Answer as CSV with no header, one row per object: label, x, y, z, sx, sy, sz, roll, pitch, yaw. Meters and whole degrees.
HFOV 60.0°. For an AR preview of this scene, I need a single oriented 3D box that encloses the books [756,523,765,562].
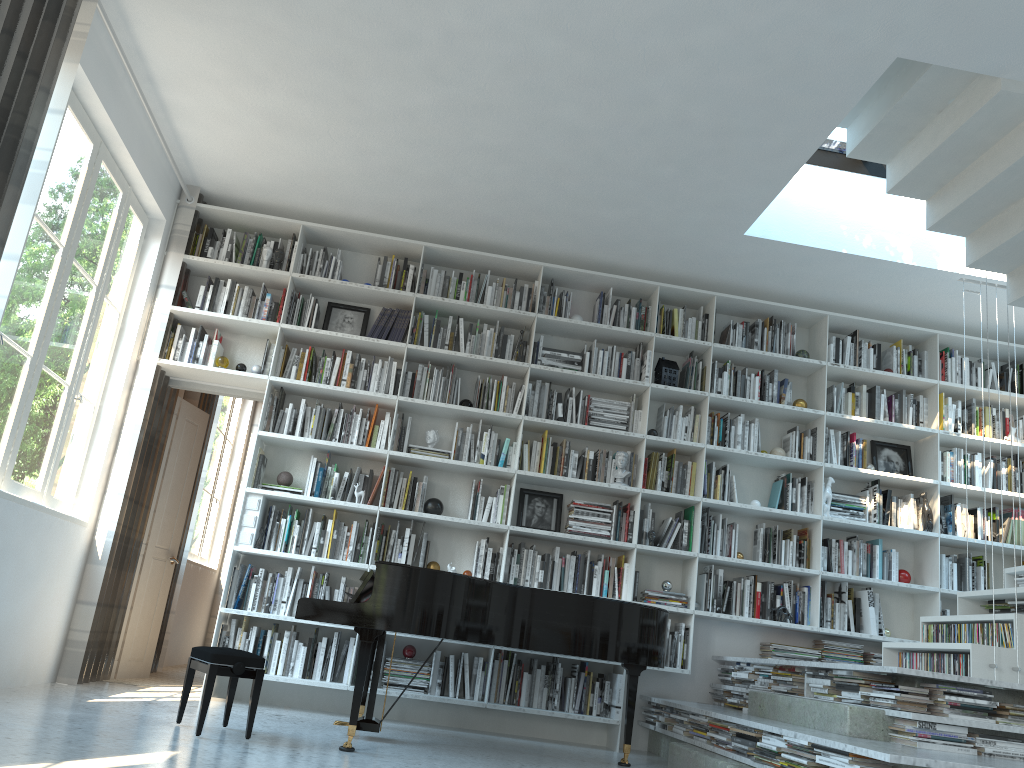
books,1.705,1.109,6.106,0.016,0.289,0.132,9,-16,-5

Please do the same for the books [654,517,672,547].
books,1.003,1.020,6.003,0.095,0.227,0.190,9,-16,-5

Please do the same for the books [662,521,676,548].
books,1.042,1.040,6.024,0.090,0.211,0.143,9,-16,-5

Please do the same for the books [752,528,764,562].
books,1.687,1.121,6.087,0.019,0.251,0.130,9,-16,-5

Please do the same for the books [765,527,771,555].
books,1.735,1.123,6.092,0.015,0.261,0.150,9,-16,-5

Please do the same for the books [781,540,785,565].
books,1.819,1.169,6.068,0.018,0.181,0.182,9,-16,-5

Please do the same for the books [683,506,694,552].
books,1.196,1.004,6.042,0.014,0.324,0.183,9,-16,-5

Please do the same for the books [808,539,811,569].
books,2.024,1.190,6.119,0.009,0.223,0.146,9,-16,-5

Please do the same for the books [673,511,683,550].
books,1.130,1.016,6.043,0.013,0.285,0.139,9,-16,-5

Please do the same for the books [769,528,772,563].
books,1.747,1.126,6.092,0.008,0.258,0.159,9,-16,-5

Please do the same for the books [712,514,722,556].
books,1.388,1.047,6.051,0.014,0.296,0.175,9,-16,-5

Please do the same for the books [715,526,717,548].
books,1.356,1.082,6.044,0.013,0.217,0.161,9,-16,-5

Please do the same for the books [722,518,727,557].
books,1.436,1.067,6.074,0.006,0.284,0.160,9,-16,-5

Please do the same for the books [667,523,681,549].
books,1.074,1.048,6.022,0.091,0.204,0.169,9,-16,-5

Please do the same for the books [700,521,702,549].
books,1.265,1.063,6.056,0.011,0.238,0.137,9,-16,-5

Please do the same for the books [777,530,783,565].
books,1.805,1.134,6.077,0.018,0.250,0.184,9,-16,-5

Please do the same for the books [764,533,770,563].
books,1.719,1.139,6.071,0.016,0.215,0.178,9,-16,-5

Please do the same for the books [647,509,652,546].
books,0.914,0.993,6.026,0.012,0.265,0.158,9,-16,-5

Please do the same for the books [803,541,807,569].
books,1.982,1.189,6.098,0.013,0.203,0.159,9,-16,-5

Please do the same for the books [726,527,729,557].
books,1.451,1.099,6.067,0.008,0.222,0.134,9,-16,-5

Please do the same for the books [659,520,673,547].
books,1.018,1.032,6.006,0.089,0.209,0.176,9,-16,-5

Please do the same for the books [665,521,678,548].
books,1.061,1.044,6.033,0.090,0.214,0.139,9,-16,-5

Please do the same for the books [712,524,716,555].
books,1.347,1.073,6.032,0.011,0.225,0.188,9,-16,-5

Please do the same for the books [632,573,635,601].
books,0.782,1.344,5.912,0.027,0.228,0.141,9,-16,-5

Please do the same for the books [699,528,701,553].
books,1.250,1.082,6.040,0.015,0.187,0.168,9,-16,-5

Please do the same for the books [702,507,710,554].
books,1.317,1.021,6.076,0.007,0.341,0.150,9,-16,-5

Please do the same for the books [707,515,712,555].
books,1.328,1.044,6.046,0.005,0.283,0.159,9,-16,-5

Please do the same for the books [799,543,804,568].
books,1.953,1.190,6.075,0.016,0.180,0.190,9,-16,-5

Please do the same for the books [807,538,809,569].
books,2.016,1.186,6.128,0.007,0.234,0.132,9,-16,-5

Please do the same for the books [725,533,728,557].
books,1.439,1.118,6.059,0.013,0.178,0.141,9,-16,-5

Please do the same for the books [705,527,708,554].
books,1.299,1.083,6.047,0.013,0.203,0.154,9,-16,-5

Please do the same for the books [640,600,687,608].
books,0.996,1.455,5.848,0.285,0.012,0.160,8,-17,0

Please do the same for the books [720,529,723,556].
books,1.399,1.099,6.056,0.013,0.202,0.167,9,-16,-5

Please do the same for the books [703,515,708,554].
books,1.296,1.042,6.050,0.006,0.280,0.155,9,-16,-5

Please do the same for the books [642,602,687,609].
books,0.994,1.465,5.840,0.285,0.012,0.160,8,-17,-2

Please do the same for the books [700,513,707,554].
books,1.285,1.034,6.052,0.018,0.294,0.178,9,-16,-5

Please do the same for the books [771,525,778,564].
books,1.791,1.123,6.105,0.007,0.284,0.160,9,-16,-5

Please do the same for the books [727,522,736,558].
books,1.494,1.085,6.068,0.014,0.260,0.142,9,-16,-5

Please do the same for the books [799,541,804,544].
books,1.966,1.188,6.107,0.016,0.204,0.142,9,-16,-5

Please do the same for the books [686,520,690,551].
books,1.173,1.049,6.030,0.021,0.226,0.148,9,-16,-5

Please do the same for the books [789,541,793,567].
books,1.875,1.179,6.079,0.019,0.182,0.191,9,-16,-5

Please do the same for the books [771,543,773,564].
books,1.761,1.159,6.105,0.031,0.208,0.122,9,-16,-5

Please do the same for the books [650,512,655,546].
books,0.936,1.005,6.026,0.035,0.247,0.141,9,-16,-5

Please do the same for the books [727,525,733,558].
books,1.465,1.091,6.061,0.015,0.237,0.177,9,-16,-5

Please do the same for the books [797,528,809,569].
books,1.999,1.145,6.105,0.007,0.294,0.162,9,-16,-5

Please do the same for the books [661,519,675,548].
books,1.032,1.033,6.029,0.095,0.225,0.144,9,-16,-5

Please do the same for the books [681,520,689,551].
books,1.149,1.044,6.016,0.029,0.222,0.171,9,-16,-5

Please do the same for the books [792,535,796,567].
books,1.901,1.162,6.090,0.018,0.229,0.182,9,-16,-5

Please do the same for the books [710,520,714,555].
books,1.335,1.063,6.044,0.013,0.248,0.165,9,-16,-5

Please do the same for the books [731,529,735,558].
books,1.477,1.107,6.055,0.014,0.207,0.181,9,-16,-5

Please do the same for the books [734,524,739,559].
books,1.507,1.092,6.069,0.013,0.250,0.173,9,-16,-5

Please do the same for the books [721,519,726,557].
books,1.417,1.068,6.054,0.012,0.266,0.183,9,-16,-5

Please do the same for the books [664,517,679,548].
books,1.060,1.028,6.027,0.094,0.238,0.150,9,-16,-5

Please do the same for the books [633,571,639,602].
books,0.808,1.358,5.914,0.030,0.209,0.137,9,-16,-5

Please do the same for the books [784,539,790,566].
books,1.858,1.172,6.084,0.015,0.194,0.176,9,-16,-5

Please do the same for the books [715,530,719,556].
books,1.368,1.098,6.036,0.013,0.186,0.184,9,-16,-5

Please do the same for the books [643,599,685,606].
books,0.997,1.442,5.849,0.254,0.012,0.161,7,-17,1

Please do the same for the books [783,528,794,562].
books,1.892,1.139,6.096,0.006,0.273,0.173,9,-16,-5

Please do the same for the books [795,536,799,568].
books,1.934,1.170,6.106,0.021,0.231,0.155,9,-16,-5
